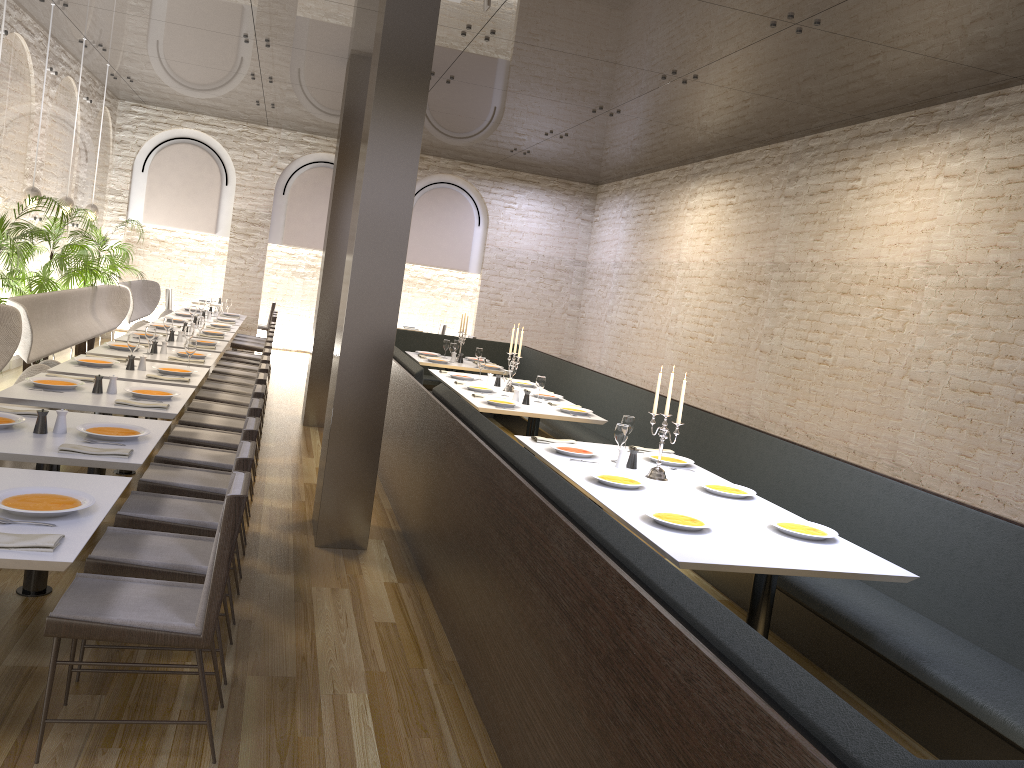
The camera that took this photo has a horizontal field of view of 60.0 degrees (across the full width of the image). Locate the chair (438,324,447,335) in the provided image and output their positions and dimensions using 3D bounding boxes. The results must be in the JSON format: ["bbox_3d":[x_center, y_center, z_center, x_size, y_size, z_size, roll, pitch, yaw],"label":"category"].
[{"bbox_3d":[-1.588,-0.708,16.724,0.565,0.903,0.413,7,4,-15],"label":"chair"}]

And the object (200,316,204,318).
[{"bbox_3d":[-3.786,-0.776,10.814,0.059,0.109,0.059,10,4,20],"label":"object"}]

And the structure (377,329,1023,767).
[{"bbox_3d":[0.316,0.541,6.809,2.368,0.998,10.795,7,6,-15],"label":"structure"}]

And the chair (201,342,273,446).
[{"bbox_3d":[-2.521,0.055,8.072,0.565,0.903,0.413,7,4,-15],"label":"chair"}]

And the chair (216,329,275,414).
[{"bbox_3d":[-2.945,-0.178,9.735,0.565,0.903,0.413,7,4,-15],"label":"chair"}]

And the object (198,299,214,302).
[{"bbox_3d":[-5.419,-1.472,15.674,0.322,0.036,0.322,10,6,20],"label":"object"}]

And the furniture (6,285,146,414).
[{"bbox_3d":[-4.134,-0.352,8.843,0.708,1.094,4.495,7,6,-15],"label":"furniture"}]

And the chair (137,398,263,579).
[{"bbox_3d":[-1.675,0.520,4.746,0.565,0.903,0.413,7,4,-15],"label":"chair"}]

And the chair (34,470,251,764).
[{"bbox_3d":[-1.238,0.759,3.032,0.565,0.903,0.413,7,4,-15],"label":"chair"}]

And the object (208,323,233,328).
[{"bbox_3d":[-3.583,-0.715,10.893,0.322,0.036,0.322,10,6,22],"label":"object"}]

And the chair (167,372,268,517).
[{"bbox_3d":[-1.960,0.363,5.865,0.565,0.903,0.413,7,4,-15],"label":"chair"}]

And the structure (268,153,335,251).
[{"bbox_3d":[-3.273,-3.145,15.323,1.631,1.670,0.098,7,4,-15],"label":"structure"}]

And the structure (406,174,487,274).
[{"bbox_3d":[-1.240,-2.911,15.866,1.631,1.670,0.098,7,4,-15],"label":"structure"}]

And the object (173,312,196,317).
[{"bbox_3d":[-4.370,-0.924,11.822,0.322,0.036,0.322,10,6,22],"label":"object"}]

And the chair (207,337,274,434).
[{"bbox_3d":[-2.660,-0.021,8.616,0.565,0.903,0.413,7,4,-15],"label":"chair"}]

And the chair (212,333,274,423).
[{"bbox_3d":[-2.805,-0.101,9.187,0.565,0.903,0.413,7,4,-15],"label":"chair"}]

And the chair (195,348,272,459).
[{"bbox_3d":[-2.384,0.131,7.531,0.565,0.903,0.413,7,4,-15],"label":"chair"}]

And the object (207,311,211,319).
[{"bbox_3d":[-4.057,-0.925,11.878,0.059,0.109,0.059,10,4,20],"label":"object"}]

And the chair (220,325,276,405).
[{"bbox_3d":[-3.090,-0.257,10.304,0.565,0.903,0.413,7,4,-15],"label":"chair"}]

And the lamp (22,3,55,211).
[{"bbox_3d":[-4.667,-2.739,8.795,0.177,2.035,0.178,6,4,-30],"label":"lamp"}]

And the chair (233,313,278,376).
[{"bbox_3d":[-3.711,-0.598,12.743,0.565,0.903,0.413,7,4,-15],"label":"chair"}]

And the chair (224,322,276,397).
[{"bbox_3d":[-3.227,-0.332,10.842,0.565,0.903,0.413,7,4,-15],"label":"chair"}]

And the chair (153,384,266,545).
[{"bbox_3d":[-1.814,0.443,5.292,0.565,0.903,0.413,7,4,-15],"label":"chair"}]

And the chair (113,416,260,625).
[{"bbox_3d":[-1.523,0.603,4.151,0.565,0.903,0.413,7,4,-15],"label":"chair"}]

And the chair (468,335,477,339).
[{"bbox_3d":[-0.927,-0.345,14.127,0.565,0.903,0.413,7,4,-15],"label":"chair"}]

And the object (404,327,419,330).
[{"bbox_3d":[-1.843,-1.016,16.257,0.272,0.033,0.143,7,6,-15],"label":"object"}]

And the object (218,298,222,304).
[{"bbox_3d":[-5.163,-1.474,15.669,0.059,0.109,0.059,7,4,-13],"label":"object"}]

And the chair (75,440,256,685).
[{"bbox_3d":[-1.377,0.683,3.578,0.565,0.903,0.413,7,4,-15],"label":"chair"}]

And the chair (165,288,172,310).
[{"bbox_3d":[-5.835,-1.195,15.590,0.565,0.903,0.413,7,4,-15],"label":"chair"}]

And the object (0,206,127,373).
[{"bbox_3d":[-5.100,-1.018,9.770,1.191,1.970,1.145,10,5,26],"label":"object"}]

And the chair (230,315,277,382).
[{"bbox_3d":[-3.573,-0.522,12.202,0.565,0.903,0.413,7,4,-15],"label":"chair"}]

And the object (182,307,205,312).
[{"bbox_3d":[-4.650,-1.077,12.922,0.322,0.036,0.322,10,6,22],"label":"object"}]

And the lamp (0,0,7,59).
[{"bbox_3d":[-4.323,-2.550,7.442,0.178,2.035,0.178,8,4,6],"label":"lamp"}]

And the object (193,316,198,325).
[{"bbox_3d":[-3.842,-0.777,10.752,0.059,0.109,0.059,10,4,20],"label":"object"}]

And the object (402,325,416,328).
[{"bbox_3d":[-1.929,-1.071,16.604,0.322,0.036,0.322,10,6,20],"label":"object"}]

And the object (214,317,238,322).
[{"bbox_3d":[-3.854,-0.864,11.957,0.322,0.036,0.322,10,6,22],"label":"object"}]

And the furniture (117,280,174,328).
[{"bbox_3d":[-5.037,-0.848,12.390,0.706,1.094,2.596,7,6,-15],"label":"furniture"}]

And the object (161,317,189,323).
[{"bbox_3d":[-4.099,-0.775,10.757,0.322,0.036,0.322,10,6,22],"label":"object"}]

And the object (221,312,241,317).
[{"bbox_3d":[-4.134,-1.018,13.057,0.322,0.036,0.322,10,6,22],"label":"object"}]

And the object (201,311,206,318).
[{"bbox_3d":[-4.113,-0.926,11.816,0.059,0.109,0.059,10,4,20],"label":"object"}]

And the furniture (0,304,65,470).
[{"bbox_3d":[-2.995,0.274,4.367,0.708,1.094,4.495,7,6,-15],"label":"furniture"}]

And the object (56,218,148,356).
[{"bbox_3d":[-5.690,-1.349,12.150,1.143,1.970,1.194,5,5,-34],"label":"object"}]

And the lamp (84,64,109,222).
[{"bbox_3d":[-5.356,-3.117,11.500,0.177,2.035,0.178,6,4,-36],"label":"lamp"}]

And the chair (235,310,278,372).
[{"bbox_3d":[-3.852,-0.676,13.300,0.565,0.903,0.413,7,4,-15],"label":"chair"}]

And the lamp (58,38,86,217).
[{"bbox_3d":[-5.015,-2.930,10.162,0.177,2.035,0.178,6,4,-36],"label":"lamp"}]

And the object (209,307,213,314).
[{"bbox_3d":[-4.393,-1.080,12.916,0.059,0.109,0.059,10,4,20],"label":"object"}]

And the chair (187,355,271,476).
[{"bbox_3d":[-2.238,0.211,6.957,0.565,0.903,0.413,7,4,-15],"label":"chair"}]

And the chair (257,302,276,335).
[{"bbox_3d":[-4.576,-1.051,15.926,0.565,0.903,0.413,7,4,-15],"label":"chair"}]

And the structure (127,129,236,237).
[{"bbox_3d":[-5.442,-3.394,14.744,1.631,1.670,0.098,7,4,-15],"label":"structure"}]

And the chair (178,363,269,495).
[{"bbox_3d":[-2.099,0.287,6.412,0.565,0.903,0.413,7,4,-15],"label":"chair"}]
